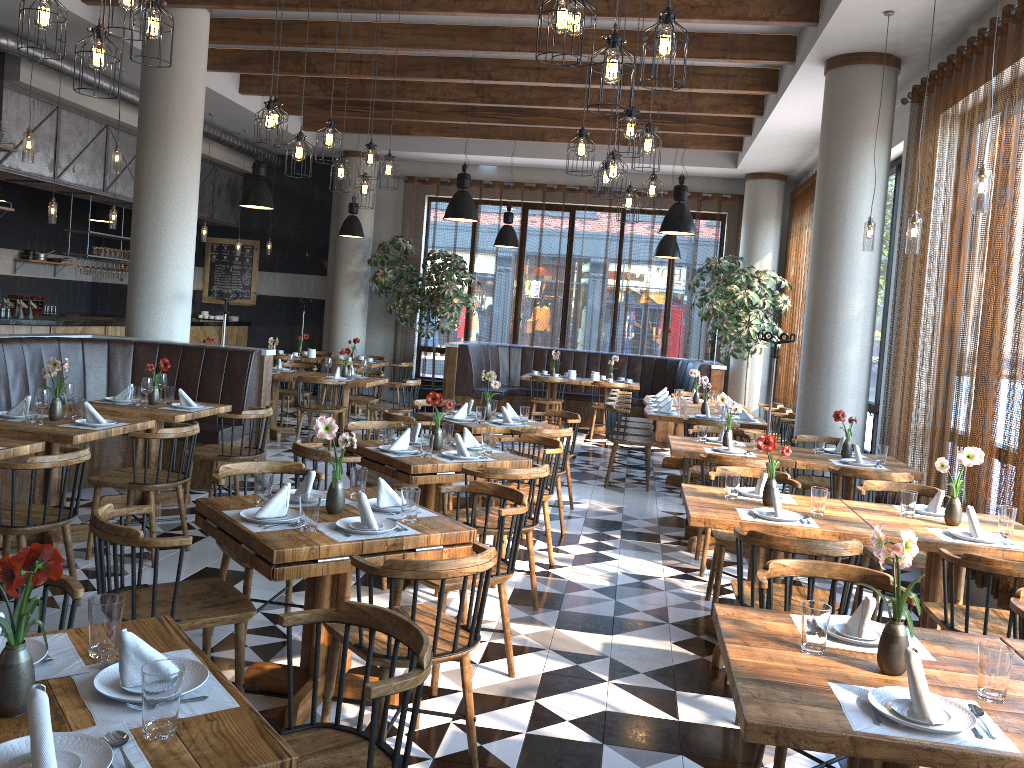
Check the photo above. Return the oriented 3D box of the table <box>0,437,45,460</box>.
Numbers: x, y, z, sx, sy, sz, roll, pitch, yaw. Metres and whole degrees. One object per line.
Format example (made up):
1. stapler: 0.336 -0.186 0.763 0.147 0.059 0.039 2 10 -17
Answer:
1. table: -3.000 0.679 4.383 0.850 0.762 0.851 5 3 8

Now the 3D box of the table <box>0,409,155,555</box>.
1. table: -2.846 0.607 5.462 0.850 0.762 0.851 5 3 8

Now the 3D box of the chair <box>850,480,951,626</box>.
1. chair: 2.210 1.004 5.013 0.520 0.816 0.550 5 3 8

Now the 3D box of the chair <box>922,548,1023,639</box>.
1. chair: 2.025 1.090 3.721 0.520 0.816 0.550 5 3 8

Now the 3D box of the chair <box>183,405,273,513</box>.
1. chair: -2.063 0.563 6.470 0.550 0.816 0.520 5 3 8

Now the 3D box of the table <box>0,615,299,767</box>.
1. table: -1.024 1.032 1.775 0.863 0.762 0.866 2 4 -37

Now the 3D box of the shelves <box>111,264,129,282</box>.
1. shelves: -6.446 -1.909 15.462 1.042 0.297 0.300 5 3 8

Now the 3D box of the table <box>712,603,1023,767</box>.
1. table: 0.971 1.141 2.355 0.850 0.762 0.851 5 3 8

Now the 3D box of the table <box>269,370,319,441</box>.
1. table: -2.821 0.233 10.329 0.850 0.762 0.851 5 3 8

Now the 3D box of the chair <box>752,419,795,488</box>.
1. chair: 2.667 0.750 8.750 0.550 0.816 0.520 5 3 8

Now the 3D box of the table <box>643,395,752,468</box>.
1. table: 2.126 0.608 10.399 1.216 0.762 1.216 5 4 11

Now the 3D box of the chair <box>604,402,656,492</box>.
1. chair: 1.174 0.620 8.955 0.550 0.816 0.520 5 3 8

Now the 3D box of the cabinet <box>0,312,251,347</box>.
1. cabinet: -6.481 -0.428 12.631 3.029 1.163 6.004 5 4 8

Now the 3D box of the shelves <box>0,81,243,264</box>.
1. shelves: -5.470 -2.592 12.501 0.682 1.792 5.874 5 4 8

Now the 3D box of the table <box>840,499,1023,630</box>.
1. table: 2.121 1.073 4.369 0.850 0.762 0.851 5 3 8

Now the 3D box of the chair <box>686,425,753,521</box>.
1. chair: 1.689 0.786 7.309 0.520 0.816 0.550 5 3 8

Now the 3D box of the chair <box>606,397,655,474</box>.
1. chair: 1.263 0.578 9.578 0.550 0.816 0.520 5 3 8

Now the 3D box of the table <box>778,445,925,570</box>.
1. table: 2.432 0.929 6.548 0.850 0.762 0.851 5 3 8

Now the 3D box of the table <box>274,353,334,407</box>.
1. table: -3.247 -0.038 13.413 0.850 0.762 0.851 5 3 8

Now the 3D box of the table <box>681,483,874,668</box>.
1. table: 1.276 0.999 4.488 0.850 0.762 0.851 5 3 8

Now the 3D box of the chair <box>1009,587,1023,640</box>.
1. chair: 1.905 1.145 2.879 0.520 0.816 0.550 5 3 8

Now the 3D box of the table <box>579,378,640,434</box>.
1. table: 1.412 0.352 12.994 0.850 0.762 0.851 5 3 8

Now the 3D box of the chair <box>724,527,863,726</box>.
1. chair: 1.192 1.016 3.838 0.520 0.816 0.550 5 3 8

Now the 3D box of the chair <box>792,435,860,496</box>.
1. chair: 2.521 0.859 7.192 0.520 0.816 0.550 5 3 8

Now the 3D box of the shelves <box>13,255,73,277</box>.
1. shelves: -7.525 -1.882 14.244 0.300 0.297 1.043 5 4 8

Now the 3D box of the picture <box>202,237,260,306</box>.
1. picture: -4.880 -1.946 15.376 0.981 1.140 0.021 5 2 8

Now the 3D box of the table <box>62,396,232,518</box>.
1. table: -2.690 0.535 6.554 0.850 0.762 0.851 5 3 8

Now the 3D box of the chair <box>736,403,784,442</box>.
1. chair: 2.929 0.628 10.588 0.550 0.816 0.520 5 3 8

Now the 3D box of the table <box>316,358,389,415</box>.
1. table: -2.405 0.036 13.294 0.850 0.762 0.851 5 3 8

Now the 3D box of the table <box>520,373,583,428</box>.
1. table: 0.569 0.278 13.113 0.850 0.762 0.851 5 3 8

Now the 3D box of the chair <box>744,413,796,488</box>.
1. chair: 2.753 0.710 9.356 0.550 0.816 0.520 5 3 8

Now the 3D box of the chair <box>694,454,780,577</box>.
1. chair: 1.504 0.872 6.017 0.520 0.816 0.550 5 3 8

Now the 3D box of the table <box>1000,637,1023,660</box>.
1. table: 1.816 1.215 2.236 0.850 0.762 0.851 5 3 8

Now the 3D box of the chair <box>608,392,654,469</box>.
1. chair: 1.355 0.536 10.222 0.550 0.816 0.520 5 3 8

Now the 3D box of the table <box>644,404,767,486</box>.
1. table: 1.948 0.691 9.151 1.216 0.762 1.216 5 4 11

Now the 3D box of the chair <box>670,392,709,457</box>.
1. chair: 2.246 0.529 11.194 0.520 0.816 0.550 5 3 8

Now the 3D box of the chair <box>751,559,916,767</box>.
1. chair: 1.073 1.072 2.996 0.520 0.816 0.550 5 3 8

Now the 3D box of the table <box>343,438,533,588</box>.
1. table: -0.496 0.787 5.475 0.863 0.762 0.866 2 4 -37

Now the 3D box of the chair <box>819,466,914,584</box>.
1. chair: 2.337 0.945 5.900 0.520 0.816 0.550 5 3 8

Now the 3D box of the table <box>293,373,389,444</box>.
1. table: -1.979 0.307 10.211 0.850 0.762 0.851 5 3 8

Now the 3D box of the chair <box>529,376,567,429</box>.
1. chair: 0.486 0.293 12.499 0.520 0.816 0.550 5 3 8

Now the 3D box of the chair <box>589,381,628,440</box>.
1. chair: 1.334 0.367 12.379 0.520 0.816 0.550 5 3 8

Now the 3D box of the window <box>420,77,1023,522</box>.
1. window: 2.621 -0.783 8.502 4.489 3.159 15.173 3 4 -15

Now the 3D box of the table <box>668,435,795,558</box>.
1. table: 1.587 0.855 6.667 0.850 0.762 0.851 5 3 8

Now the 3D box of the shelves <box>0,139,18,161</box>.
1. shelves: -5.474 -2.396 9.042 0.247 0.297 0.906 5 4 8

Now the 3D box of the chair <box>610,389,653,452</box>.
1. chair: 1.437 0.498 10.792 0.550 0.816 0.520 5 3 8

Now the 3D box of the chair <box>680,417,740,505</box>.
1. chair: 1.837 0.718 8.336 0.520 0.816 0.550 5 3 8

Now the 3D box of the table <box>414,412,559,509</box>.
1. table: -0.241 0.669 7.257 0.863 0.762 0.866 2 4 -37

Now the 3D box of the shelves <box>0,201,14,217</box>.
1. shelves: -5.522 -1.769 9.064 0.247 0.297 0.906 5 4 8

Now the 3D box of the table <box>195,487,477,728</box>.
1. table: -0.758 0.909 3.635 0.863 0.762 0.866 2 4 -37

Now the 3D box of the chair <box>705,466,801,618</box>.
1. chair: 1.377 0.931 5.130 0.520 0.816 0.550 5 3 8

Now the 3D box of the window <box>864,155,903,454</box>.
1. window: 3.993 -0.850 10.735 0.365 3.160 4.974 5 4 8

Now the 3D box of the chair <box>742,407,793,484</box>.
1. chair: 2.845 0.667 9.999 0.550 0.816 0.520 5 3 8
